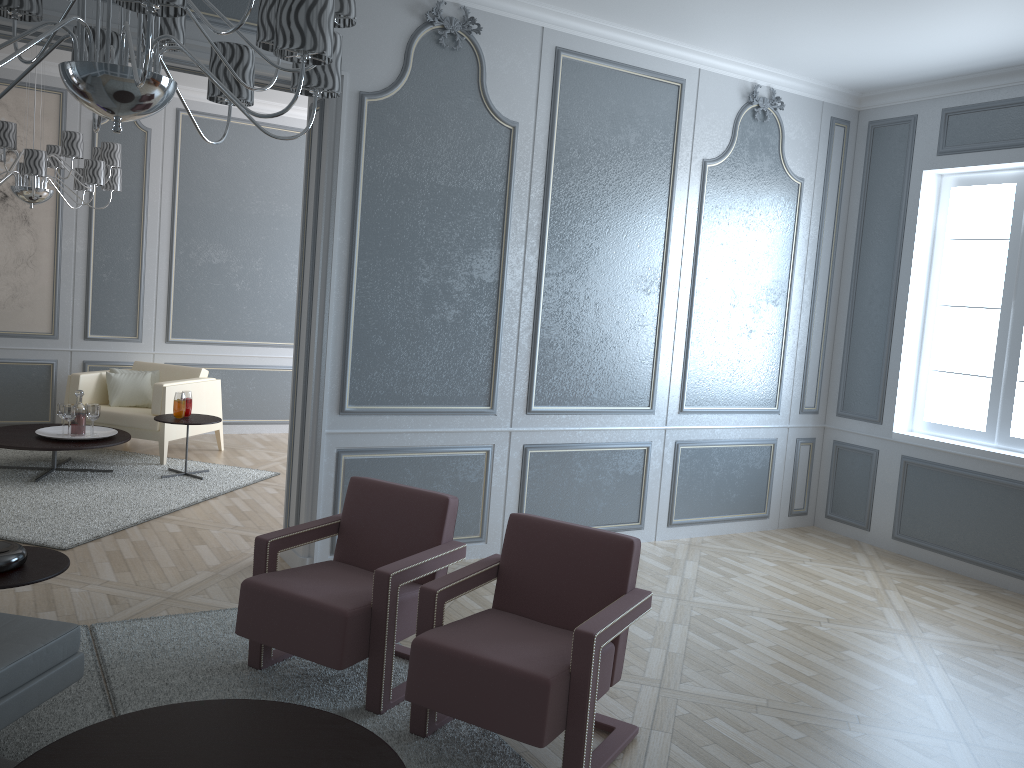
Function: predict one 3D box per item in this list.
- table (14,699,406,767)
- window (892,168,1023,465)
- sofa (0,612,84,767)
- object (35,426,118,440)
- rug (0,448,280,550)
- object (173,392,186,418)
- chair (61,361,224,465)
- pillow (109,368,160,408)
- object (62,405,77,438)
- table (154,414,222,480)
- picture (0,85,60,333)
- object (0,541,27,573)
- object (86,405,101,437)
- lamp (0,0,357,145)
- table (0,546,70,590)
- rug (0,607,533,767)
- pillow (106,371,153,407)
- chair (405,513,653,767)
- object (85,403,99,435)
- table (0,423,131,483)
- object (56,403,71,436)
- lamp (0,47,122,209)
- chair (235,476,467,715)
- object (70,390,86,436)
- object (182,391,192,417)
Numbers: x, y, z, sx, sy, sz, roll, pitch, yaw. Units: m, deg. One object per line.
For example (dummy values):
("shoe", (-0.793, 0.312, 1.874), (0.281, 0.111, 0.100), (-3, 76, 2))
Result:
("table", (-0.660, 0.990, 1.901), (0.882, 0.239, 0.884), (3, 6, -14))
("window", (2.892, -0.356, 4.644), (0.349, 1.579, 1.603), (2, 6, -31))
("sofa", (-1.731, 0.732, 1.386), (0.810, 0.667, 2.207), (5, 6, 9))
("object", (-2.747, 0.315, 5.601), (0.468, 0.028, 0.469), (3, 6, -19))
("rug", (-2.796, 0.589, 5.325), (2.001, 0.010, 2.002), (6, 6, 14))
("object", (-2.140, 0.137, 5.707), (0.075, 0.165, 0.075), (0, 7, -42))
("chair", (-2.659, 0.180, 6.429), (0.855, 0.620, 0.738), (6, 6, 14))
("pillow", (-2.770, 0.031, 6.510), (0.351, 0.276, 0.184), (2, 6, -25))
("object", (-2.755, 0.235, 5.515), (0.080, 0.196, 0.080), (2, 6, -28))
("table", (-2.108, 0.412, 5.748), (0.414, 0.384, 0.414), (6, 6, 16))
("picture", (-3.898, -1.261, 6.266), (1.199, 1.749, 0.001), (1, 6, -31))
("object", (-1.646, 0.452, 2.611), (0.206, 0.221, 0.425), (7, 6, 29))
("object", (-2.647, 0.235, 5.605), (0.080, 0.196, 0.080), (9, 7, 42))
("lamp", (-0.816, -1.098, 1.870), (0.976, 1.118, 0.978), (0, 7, -43))
("table", (-1.605, 0.747, 2.743), (0.414, 0.384, 0.415), (0, 7, -43))
("rug", (-0.750, 1.097, 1.913), (2.018, 0.010, 3.209), (1, 7, -31))
("pillow", (-2.766, 0.040, 6.422), (0.312, 0.245, 0.164), (1, 6, -37))
("chair", (0.043, 0.770, 2.655), (0.577, 0.619, 0.606), (7, 6, 29))
("object", (-2.691, 0.224, 5.676), (0.080, 0.196, 0.080), (9, 7, 42))
("table", (-2.889, 0.438, 5.599), (0.882, 0.239, 0.884), (1, 7, -33))
("object", (-2.824, 0.223, 5.585), (0.080, 0.196, 0.080), (9, 7, 42))
("lamp", (-2.837, -1.602, 5.257), (0.976, 1.118, 0.978), (0, 7, -43))
("chair", (-0.552, 0.686, 3.020), (0.577, 0.619, 0.606), (7, 6, 29))
("object", (-2.737, 0.181, 5.602), (0.086, 0.290, 0.086), (4, 5, -10))
("object", (-2.129, 0.129, 5.793), (0.075, 0.165, 0.075), (6, 5, 18))
